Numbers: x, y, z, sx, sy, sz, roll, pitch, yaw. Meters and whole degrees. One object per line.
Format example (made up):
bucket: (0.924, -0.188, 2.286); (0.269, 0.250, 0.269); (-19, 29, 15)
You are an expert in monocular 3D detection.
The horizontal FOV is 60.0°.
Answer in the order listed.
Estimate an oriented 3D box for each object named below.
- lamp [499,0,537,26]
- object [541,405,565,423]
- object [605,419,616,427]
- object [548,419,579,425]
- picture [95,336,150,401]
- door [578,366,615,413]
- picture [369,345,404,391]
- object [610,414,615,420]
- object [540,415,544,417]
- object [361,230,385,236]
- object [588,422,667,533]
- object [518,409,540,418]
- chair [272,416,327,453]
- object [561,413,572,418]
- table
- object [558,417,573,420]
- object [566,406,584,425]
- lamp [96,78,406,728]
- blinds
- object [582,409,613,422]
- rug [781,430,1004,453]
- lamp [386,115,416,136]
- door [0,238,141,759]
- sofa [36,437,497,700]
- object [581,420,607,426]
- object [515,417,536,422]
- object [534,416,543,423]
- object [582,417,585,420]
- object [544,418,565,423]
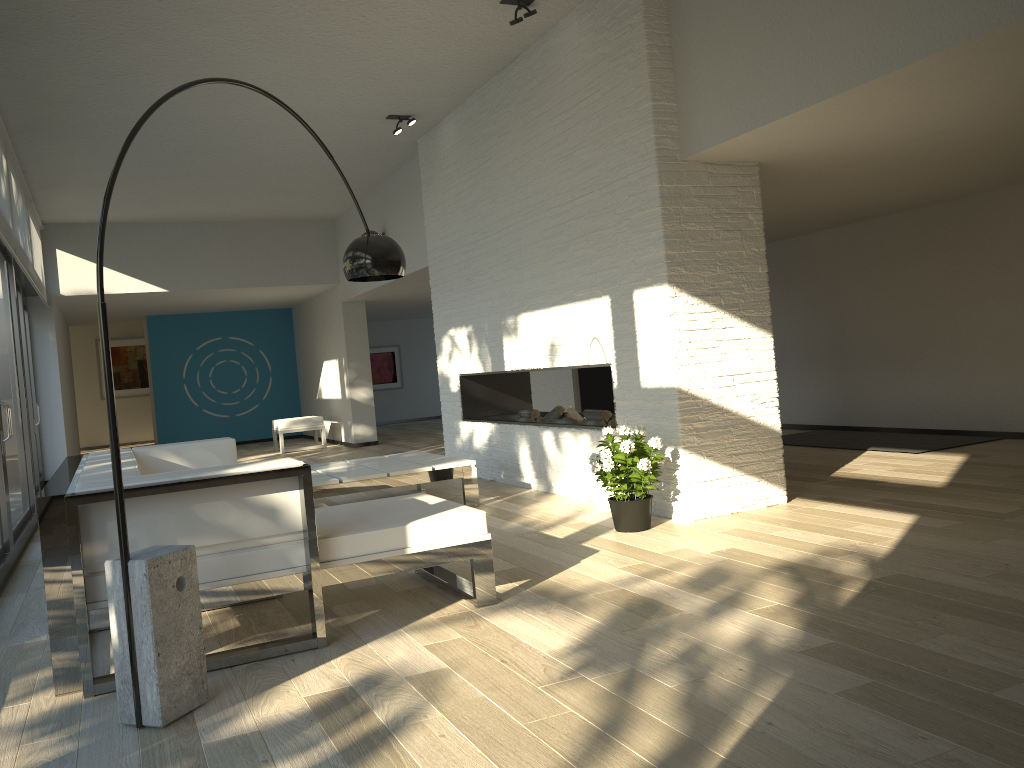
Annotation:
lamp: (0.052, -2.176, 5.224); (0.234, 0.153, 0.135); (-6, 1, -24)
object: (0.315, 0.247, 6.758); (0.093, 0.170, 0.271); (-5, 1, -26)
object: (0.635, 0.281, 6.153); (0.076, 0.076, 0.236); (-6, 1, -26)
object: (0.373, 0.297, 6.463); (0.245, 0.074, 0.075); (-4, 2, 44)
picture: (-7.408, -0.333, 17.467); (1.378, 1.191, 0.017); (-6, 1, -24)
door: (1.152, -0.387, 10.416); (0.920, 1.947, 0.108); (-5, 1, -24)
picture: (-2.523, -0.289, 16.658); (0.959, 0.828, 0.017); (-6, 1, -24)
object: (0.655, 0.236, 6.201); (0.064, 0.060, 0.229); (-5, 1, -23)
object: (0.245, 0.292, 7.202); (0.082, 0.073, 0.237); (-6, 1, -25)
object: (-1.519, -1.599, 9.816); (0.315, 0.203, 0.201); (-6, 1, -24)
object: (0.620, 0.493, 4.722); (0.405, 0.571, 0.431); (-5, 1, -3)
object: (0.137, 0.238, 7.155); (0.082, 0.073, 0.237); (-6, 1, -25)
chair: (-2.972, 0.696, 12.362); (0.611, 0.442, 0.610); (-6, 1, -24)
object: (0.420, 0.245, 6.719); (0.064, 0.060, 0.229); (-5, 1, -23)
table: (-1.034, 0.731, 6.256); (1.221, 0.305, 1.220); (-6, 1, -24)
object: (0.400, 0.290, 6.671); (0.076, 0.076, 0.236); (-6, 1, -26)
object: (0.477, 0.240, 6.524); (0.064, 0.165, 0.225); (-5, 1, -25)
lamp: (-0.809, -0.089, 3.294); (0.282, 2.024, 1.754); (-5, 1, 18)
blinds: (-3.099, -1.475, 5.144); (0.056, 0.984, 11.526); (-5, 1, -24)
object: (0.590, 0.219, 6.150); (0.093, 0.088, 0.260); (-6, 1, -26)
rug: (3.025, 0.482, 7.669); (0.979, 0.011, 1.998); (-6, 1, -24)
lamp: (-0.908, -2.139, 7.337); (0.234, 0.153, 0.135); (-6, 1, -24)
door: (-2.988, 0.014, 7.178); (19.449, 2.373, 22.941); (-6, 1, -24)
sofa: (-1.249, 0.625, 4.163); (1.546, 0.654, 2.403); (-6, 1, -24)
object: (0.563, 0.288, 6.134); (0.075, 0.074, 0.245); (-6, 1, -26)
object: (0.105, 0.305, 7.141); (0.075, 0.074, 0.245); (-6, 1, -26)
object: (0.177, 0.298, 7.160); (0.076, 0.076, 0.236); (-6, 1, -26)
object: (0.467, 0.283, 6.713); (0.082, 0.073, 0.237); (-6, 1, -25)
object: (0.328, 0.297, 6.652); (0.075, 0.074, 0.245); (-6, 1, -26)
